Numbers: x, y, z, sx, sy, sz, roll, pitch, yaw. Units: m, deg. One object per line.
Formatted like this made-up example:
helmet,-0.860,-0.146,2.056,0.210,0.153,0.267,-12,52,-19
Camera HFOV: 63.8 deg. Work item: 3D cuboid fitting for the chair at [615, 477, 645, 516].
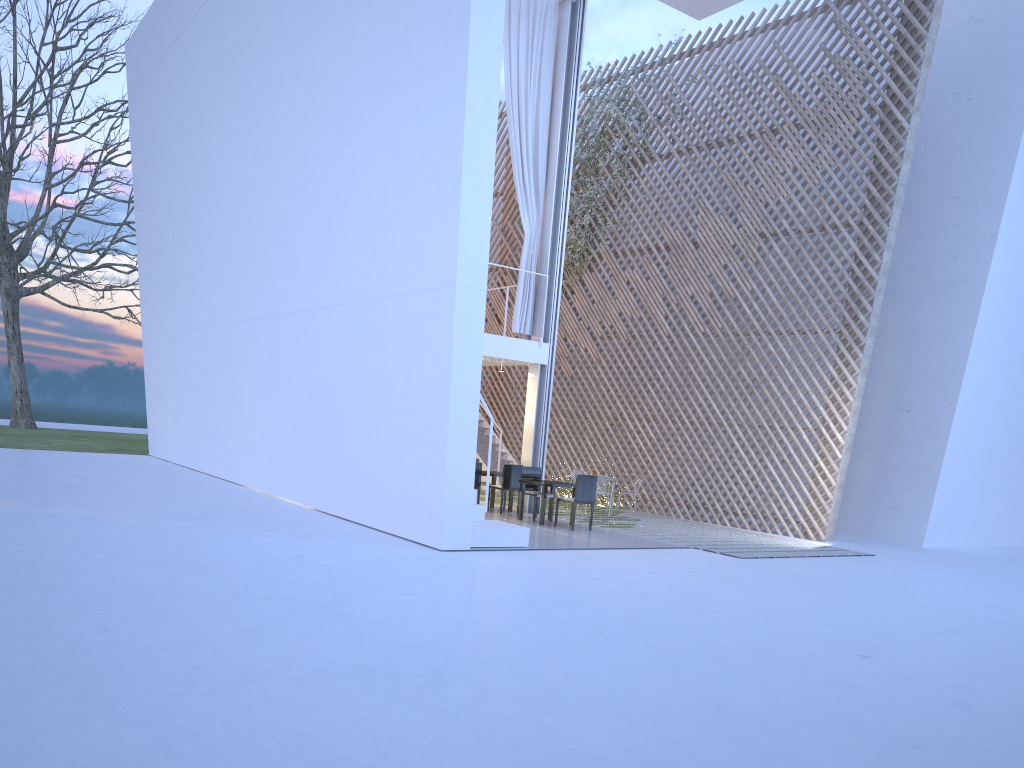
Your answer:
chair,1.147,1.082,8.009,0.248,0.407,0.241,6,12,5

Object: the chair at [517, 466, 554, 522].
chair,0.205,0.906,6.746,0.189,0.469,0.222,-5,16,-34

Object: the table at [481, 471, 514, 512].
table,-0.442,0.920,7.153,0.914,0.351,0.332,5,6,-34

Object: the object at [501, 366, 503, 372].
object,-1.314,0.151,7.370,1.664,0.873,1.755,4,2,-37

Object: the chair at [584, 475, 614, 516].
chair,0.821,1.036,7.696,0.261,0.407,0.230,7,12,10

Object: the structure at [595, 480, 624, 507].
structure,1.022,1.152,8.725,0.303,0.346,0.287,12,11,40

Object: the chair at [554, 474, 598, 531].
chair,0.489,0.909,6.359,0.189,0.469,0.222,-5,16,-34

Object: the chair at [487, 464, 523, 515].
chair,-0.068,0.900,7.074,0.189,0.469,0.222,-5,16,-34

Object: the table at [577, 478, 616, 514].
table,0.823,1.076,8.021,0.344,0.357,0.330,7,8,17

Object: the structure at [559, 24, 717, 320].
structure,0.949,-1.831,8.420,0.715,2.920,2.242,-11,18,-43

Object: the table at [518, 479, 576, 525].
table,0.286,0.954,6.626,0.357,0.355,0.332,0,9,-34

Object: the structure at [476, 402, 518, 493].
structure,-0.756,0.215,9.728,1.156,2.103,1.863,-7,14,-41

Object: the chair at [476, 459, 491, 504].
chair,-0.332,0.897,7.434,0.189,0.469,0.222,-5,16,-34

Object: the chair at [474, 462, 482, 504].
chair,-0.406,0.858,6.847,0.189,0.469,0.222,-5,16,-34

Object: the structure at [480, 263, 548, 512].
structure,0.052,-0.020,6.000,1.350,1.916,1.354,-3,12,-34

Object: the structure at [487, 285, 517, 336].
structure,-0.220,-0.572,7.574,0.027,0.594,1.618,-8,7,-36

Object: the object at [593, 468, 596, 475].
object,0.803,0.865,8.048,0.031,0.082,0.029,7,15,10

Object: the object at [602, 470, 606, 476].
object,0.877,0.863,7.879,0.031,0.082,0.029,7,15,10

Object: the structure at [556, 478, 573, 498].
structure,0.640,1.181,9.224,0.266,0.279,0.246,1,9,-27

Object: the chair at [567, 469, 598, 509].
chair,0.705,1.059,8.294,0.259,0.407,0.231,-3,14,-34

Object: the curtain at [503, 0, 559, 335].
curtain,0.059,-1.666,6.377,0.503,2.592,0.090,-7,20,-34

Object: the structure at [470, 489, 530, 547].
structure,-0.467,-0.659,6.279,1.701,3.550,3.454,-5,12,-35
